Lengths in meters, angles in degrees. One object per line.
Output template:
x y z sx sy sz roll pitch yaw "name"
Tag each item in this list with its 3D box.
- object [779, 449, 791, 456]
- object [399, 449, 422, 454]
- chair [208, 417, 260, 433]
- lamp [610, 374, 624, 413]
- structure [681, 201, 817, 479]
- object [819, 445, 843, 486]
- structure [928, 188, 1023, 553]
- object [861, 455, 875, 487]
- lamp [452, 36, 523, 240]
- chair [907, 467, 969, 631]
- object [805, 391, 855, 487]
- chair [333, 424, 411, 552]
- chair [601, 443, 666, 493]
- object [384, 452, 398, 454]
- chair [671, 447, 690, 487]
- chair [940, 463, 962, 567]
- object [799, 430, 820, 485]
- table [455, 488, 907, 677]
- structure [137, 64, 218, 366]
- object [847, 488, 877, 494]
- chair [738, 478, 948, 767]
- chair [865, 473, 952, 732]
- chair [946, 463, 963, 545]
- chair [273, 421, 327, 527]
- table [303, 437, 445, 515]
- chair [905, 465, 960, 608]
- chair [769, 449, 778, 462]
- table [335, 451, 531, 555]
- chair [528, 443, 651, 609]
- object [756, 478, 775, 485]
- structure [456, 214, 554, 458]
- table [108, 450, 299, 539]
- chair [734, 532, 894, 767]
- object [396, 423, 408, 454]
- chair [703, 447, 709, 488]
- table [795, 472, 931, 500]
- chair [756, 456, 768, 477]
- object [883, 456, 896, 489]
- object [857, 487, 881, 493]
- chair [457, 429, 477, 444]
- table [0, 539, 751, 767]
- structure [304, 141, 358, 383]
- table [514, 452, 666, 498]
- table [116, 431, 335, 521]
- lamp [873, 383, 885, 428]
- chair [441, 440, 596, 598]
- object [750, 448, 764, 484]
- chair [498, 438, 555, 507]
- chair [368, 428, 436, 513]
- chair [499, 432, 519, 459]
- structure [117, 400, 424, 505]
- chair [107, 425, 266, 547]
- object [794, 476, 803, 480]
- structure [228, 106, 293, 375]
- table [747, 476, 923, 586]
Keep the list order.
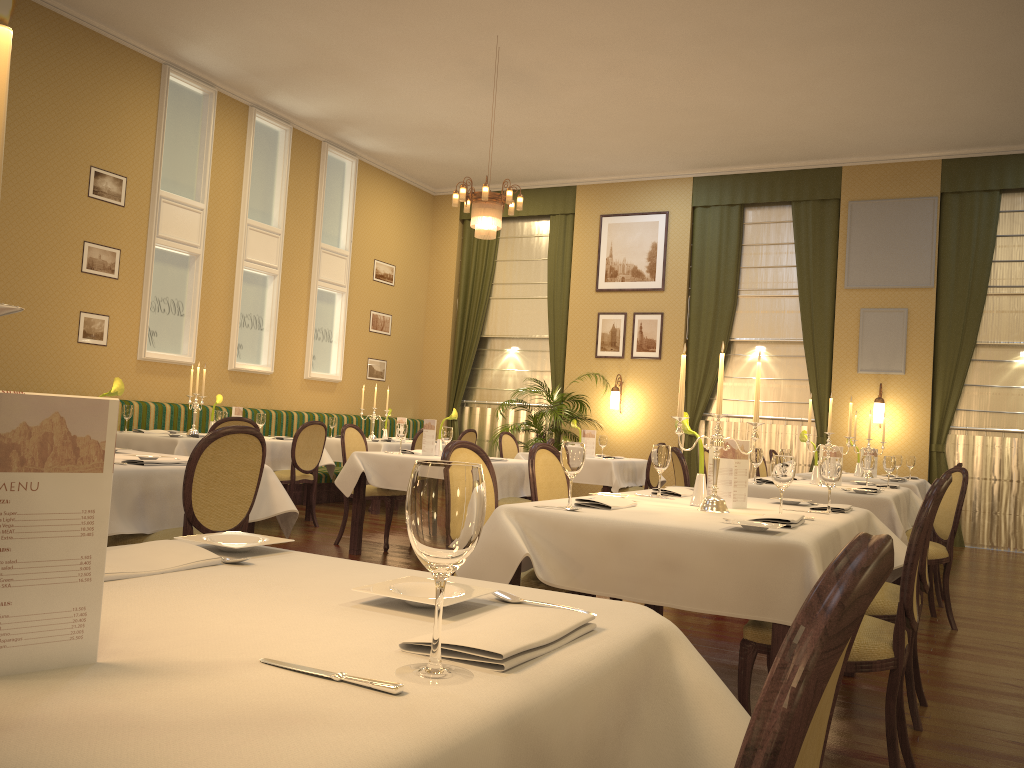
2.028 0.599 6.593 0.088 0.229 0.088 4 -3 -15 "object"
-0.747 0.532 6.934 0.142 0.033 0.273 2 -3 27 "object"
-2.372 0.733 7.210 0.530 0.955 0.571 6 -3 -37 "chair"
1.378 0.125 11.669 0.114 0.513 0.323 3 -3 17 "lamp"
3.116 -0.507 11.193 1.900 4.511 0.134 2 -3 27 "structure"
2.247 0.573 6.210 0.166 0.277 0.081 4 -3 -1 "object"
5.703 -0.398 9.849 1.898 4.511 0.137 2 -3 27 "structure"
2.335 0.583 5.825 0.088 0.229 0.088 5 -3 -20 "object"
-0.182 -2.214 8.013 0.593 1.796 0.593 3 -3 25 "lamp"
2.447 0.968 5.433 0.571 0.955 0.530 3 -3 8 "chair"
2.150 0.370 6.011 0.390 0.655 0.131 5 -3 -28 "object"
-1.092 0.813 7.119 0.571 0.955 0.530 3 -3 17 "chair"
1.218 1.047 8.883 0.571 0.955 0.530 2 -3 27 "chair"
-0.883 0.520 6.679 0.185 0.010 0.017 2 -3 29 "object"
1.370 0.932 6.172 0.571 0.955 0.530 4 -3 3 "chair"
3.639 1.158 7.839 0.571 0.955 0.530 2 -3 27 "chair"
2.100 0.514 6.236 0.076 0.375 0.163 6 -3 -41 "object"
0.817 0.868 3.522 1.385 0.759 2.152 2 -3 28 "table"
-3.464 -1.704 9.141 0.200 2.985 0.687 2 -3 27 "structure"
2.110 0.651 5.361 0.160 0.024 0.160 2 -3 27 "object"
1.047 0.755 2.819 0.571 0.955 0.530 2 -3 27 "chair"
1.433 0.815 3.566 0.571 0.955 0.530 2 -3 27 "chair"
4.024 1.218 8.586 0.571 0.955 0.530 2 -3 27 "chair"
-2.004 0.790 7.934 0.571 0.955 0.530 2 -3 27 "chair"
-1.386 1.035 10.284 1.385 0.759 2.152 2 -3 28 "table"
2.801 1.028 6.216 0.571 0.955 0.530 2 -3 27 "chair"
2.946 1.176 9.203 0.571 0.955 0.530 2 -3 27 "chair"
-0.479 0.933 6.776 1.389 0.759 1.395 2 -3 29 "table"
0.355 0.773 4.183 0.571 0.955 0.530 2 -3 27 "chair"
1.714 0.646 5.889 0.142 0.033 0.273 2 -3 27 "object"
0.013 -0.637 12.811 1.942 4.511 0.123 2 -3 27 "structure"
-1.870 0.717 4.081 1.389 0.759 1.395 2 -3 29 "table"
0.051 0.600 0.889 0.571 0.955 0.530 2 -3 27 "chair"
-0.845 0.417 6.762 0.088 0.229 0.088 5 -3 -20 "object"
1.723 0.985 6.834 0.571 0.955 0.530 2 -3 27 "chair"
3.408 1.271 8.543 1.385 0.759 2.152 2 -3 28 "table"
2.593 1.121 8.518 0.571 0.955 0.530 2 -3 27 "chair"
2.673 0.627 6.290 0.088 0.229 0.088 4 -3 -15 "object"
2.262 0.671 5.642 0.142 0.033 0.273 2 -3 27 "object"
-0.741 0.983 10.312 0.571 0.955 0.530 2 -3 27 "chair"
-0.565 0.653 0.846 1.385 0.759 2.152 2 -3 28 "table"
-2.336 -1.528 11.326 0.200 2.985 0.670 2 -3 27 "structure"
0.756 1.125 9.167 1.389 0.759 1.395 2 -3 29 "table"
-2.622 0.843 7.891 1.385 0.759 2.152 2 -3 28 "table"
4.211 0.244 10.197 0.114 0.513 0.323 3 -3 17 "lamp"
0.002 0.718 3.498 0.571 0.955 0.530 2 -3 27 "chair"
1.575 0.529 5.726 0.088 0.229 0.088 4 -3 -15 "object"
-0.001 0.857 6.518 0.571 0.955 0.530 3 -3 8 "chair"
-1.156 0.922 9.580 0.571 0.955 0.530 2 -3 27 "chair"
0.140 1.004 9.501 0.571 0.955 0.530 2 -3 27 "chair"
-4.410 0.535 6.598 0.850 1.031 14.516 2 -3 27 "structure"
-1.407 0.638 3.797 0.571 0.955 0.530 2 -3 27 "chair"
2.125 0.714 6.765 0.142 0.033 0.273 2 -3 27 "object"
-2.916 -1.618 10.201 0.200 2.985 0.661 2 -3 27 "structure"
2.185 1.081 6.173 1.385 0.759 2.152 2 -3 28 "table"
